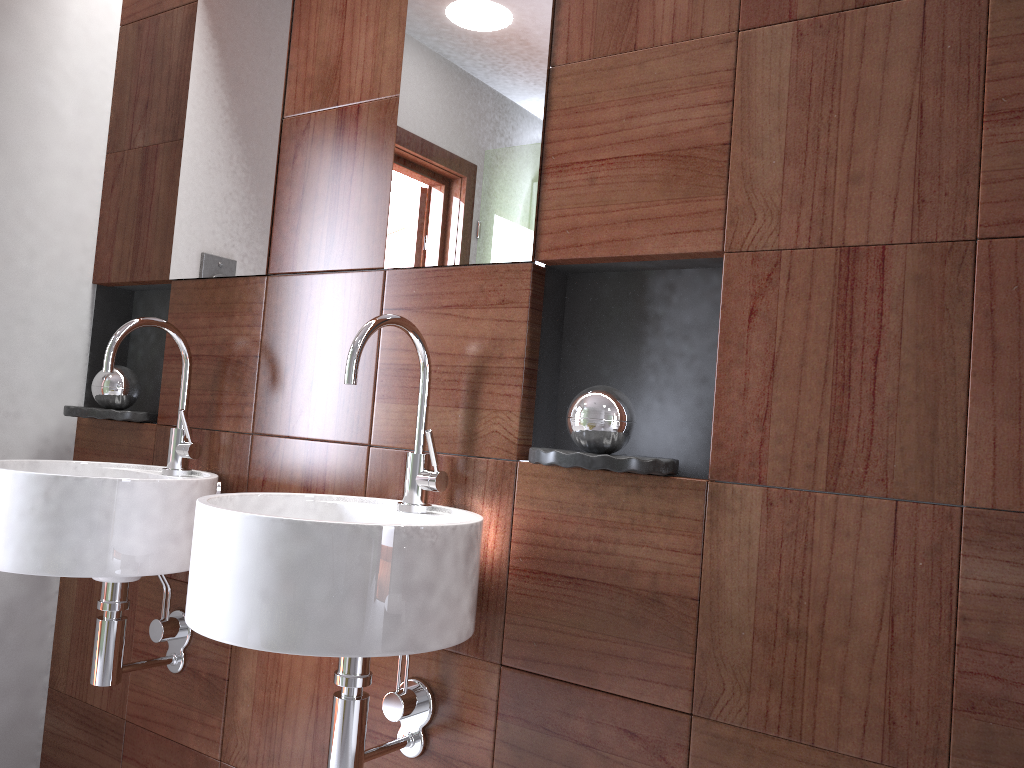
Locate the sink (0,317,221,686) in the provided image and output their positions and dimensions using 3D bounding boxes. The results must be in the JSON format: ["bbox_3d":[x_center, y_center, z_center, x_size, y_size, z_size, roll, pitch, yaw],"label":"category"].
[{"bbox_3d":[-0.774,0.218,1.668,0.415,0.715,0.417,2,-4,34],"label":"sink"}]

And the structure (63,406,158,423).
[{"bbox_3d":[-0.899,0.070,2.022,0.222,0.023,0.220,5,-3,-6],"label":"structure"}]

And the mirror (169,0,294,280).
[{"bbox_3d":[-0.594,-0.539,1.880,0.316,0.635,0.010,2,-4,34],"label":"mirror"}]

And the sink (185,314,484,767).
[{"bbox_3d":[-0.253,0.240,1.312,0.415,0.715,0.417,2,-4,34],"label":"sink"}]

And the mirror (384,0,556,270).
[{"bbox_3d":[-0.071,-0.517,1.523,0.316,0.635,0.010,2,-4,34],"label":"mirror"}]

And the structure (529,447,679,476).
[{"bbox_3d":[0.135,0.114,1.317,0.220,0.023,0.222,3,-3,24],"label":"structure"}]

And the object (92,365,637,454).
[{"bbox_3d":[-0.383,0.032,1.661,1.350,0.104,0.104,2,-4,34],"label":"object"}]
